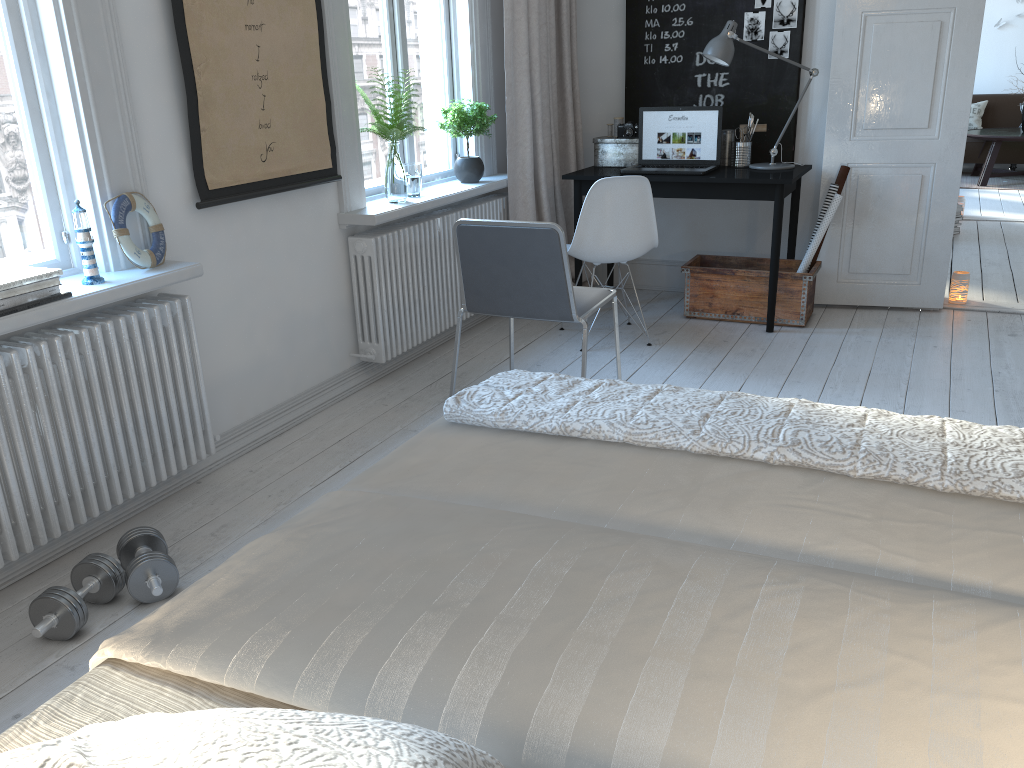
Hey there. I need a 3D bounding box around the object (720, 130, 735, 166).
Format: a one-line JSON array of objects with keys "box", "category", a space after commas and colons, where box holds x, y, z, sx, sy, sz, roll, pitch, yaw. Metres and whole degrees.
[{"box": [1.159, -1.269, 4.774, 0.079, 0.189, 0.078, 0, 20, 5], "category": "object"}]

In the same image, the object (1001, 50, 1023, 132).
[{"box": [5.388, -3.063, 8.838, 0.845, 1.072, 0.522, -3, 20, -3], "category": "object"}]

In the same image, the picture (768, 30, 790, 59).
[{"box": [1.392, -1.769, 4.620, 0.103, 0.137, 0.001, 7, 22, 24], "category": "picture"}]

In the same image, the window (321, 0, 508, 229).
[{"box": [-16.736, -1.644, 0.040, 26.520, 15.111, 25.514, 7, 22, 24], "category": "window"}]

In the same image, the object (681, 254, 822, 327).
[{"box": [1.265, -0.499, 4.713, 0.664, 0.284, 0.338, 7, 22, 24], "category": "object"}]

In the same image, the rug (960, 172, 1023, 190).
[{"box": [5.363, -2.155, 9.309, 1.708, 0.055, 1.449, 7, 22, 25], "category": "rug"}]

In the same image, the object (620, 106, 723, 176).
[{"box": [0.815, -1.249, 4.547, 0.445, 0.317, 0.324, 7, 22, 24], "category": "object"}]

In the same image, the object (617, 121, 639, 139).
[{"box": [0.627, -1.372, 4.791, 0.137, 0.088, 0.073, 7, 22, 24], "category": "object"}]

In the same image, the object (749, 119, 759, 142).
[{"box": [1.245, -1.264, 4.649, 0.084, 0.241, 0.009, -1, 20, 3], "category": "object"}]

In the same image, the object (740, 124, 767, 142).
[{"box": [1.273, -1.266, 4.697, 0.138, 0.210, 0.034, 0, 20, 6], "category": "object"}]

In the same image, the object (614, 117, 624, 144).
[{"box": [0.571, -1.399, 4.889, 0.056, 0.131, 0.166, 7, 22, 23], "category": "object"}]

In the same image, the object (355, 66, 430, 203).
[{"box": [-0.536, -1.068, 3.813, 0.304, 0.568, 0.412, -13, 23, -28], "category": "object"}]

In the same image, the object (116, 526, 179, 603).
[{"box": [-0.989, 0.487, 2.403, 0.129, 0.129, 0.327, -13, 22, -27], "category": "object"}]

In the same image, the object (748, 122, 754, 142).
[{"box": [1.237, -1.258, 4.661, 0.082, 0.223, 0.009, -15, 24, -32], "category": "object"}]

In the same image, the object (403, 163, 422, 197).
[{"box": [-0.455, -0.929, 4.043, 0.097, 0.147, 0.097, 10, 23, 30], "category": "object"}]

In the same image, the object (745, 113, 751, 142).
[{"box": [1.233, -1.285, 4.663, 0.008, 0.269, 0.060, 16, 27, 40], "category": "object"}]

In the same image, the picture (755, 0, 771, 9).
[{"box": [1.298, -2.011, 4.575, 0.083, 0.146, 0.002, 7, 22, 24], "category": "picture"}]

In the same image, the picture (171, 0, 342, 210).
[{"box": [-0.891, -1.319, 3.029, 0.057, 1.321, 0.789, 8, 22, 24], "category": "picture"}]

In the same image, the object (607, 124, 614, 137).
[{"box": [0.550, -1.422, 4.969, 0.040, 0.070, 0.039, 3, 21, 13], "category": "object"}]

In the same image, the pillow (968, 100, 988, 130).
[{"box": [5.119, -3.036, 10.117, 0.519, 0.369, 0.237, 7, 22, 24], "category": "pillow"}]

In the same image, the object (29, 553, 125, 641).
[{"box": [-1.105, 0.540, 2.264, 0.129, 0.129, 0.326, 2, 20, 10], "category": "object"}]

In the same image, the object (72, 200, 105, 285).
[{"box": [-1.200, -0.399, 2.494, 0.059, 0.236, 0.060, -10, 22, -20], "category": "object"}]

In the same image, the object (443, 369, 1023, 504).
[{"box": [0.576, 0.096, 1.839, 1.459, 0.105, 0.403, 7, 22, 24], "category": "object"}]

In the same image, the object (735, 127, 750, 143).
[{"box": [1.204, -1.256, 4.685, 0.050, 0.199, 0.081, -18, 25, -36], "category": "object"}]

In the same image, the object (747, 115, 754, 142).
[{"box": [1.238, -1.282, 4.663, 0.062, 0.265, 0.012, -10, 22, -20], "category": "object"}]

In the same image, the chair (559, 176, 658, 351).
[{"box": [0.462, -0.619, 4.317, 0.474, 0.829, 0.551, -5, 20, -8], "category": "chair"}]

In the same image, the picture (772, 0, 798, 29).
[{"box": [1.406, -1.911, 4.558, 0.121, 0.153, 0.002, 7, 22, 24], "category": "picture"}]

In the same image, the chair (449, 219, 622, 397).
[{"box": [0.101, -0.265, 3.398, 0.561, 0.802, 0.522, 7, 22, 24], "category": "chair"}]

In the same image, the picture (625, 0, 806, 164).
[{"box": [1.077, -1.790, 4.808, 0.952, 1.179, 0.063, 7, 22, 24], "category": "picture"}]

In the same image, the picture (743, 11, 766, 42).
[{"box": [1.269, -1.872, 4.643, 0.107, 0.151, 0.001, 7, 22, 24], "category": "picture"}]

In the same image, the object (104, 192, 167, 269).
[{"box": [-1.124, -0.462, 2.677, 0.079, 0.229, 0.234, 2, 20, 11], "category": "object"}]

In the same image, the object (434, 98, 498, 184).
[{"box": [-0.230, -1.220, 4.448, 0.309, 0.409, 0.270, -7, 21, -13], "category": "object"}]

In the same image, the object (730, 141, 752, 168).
[{"box": [1.210, -1.214, 4.685, 0.108, 0.129, 0.108, 15, 26, 38], "category": "object"}]
